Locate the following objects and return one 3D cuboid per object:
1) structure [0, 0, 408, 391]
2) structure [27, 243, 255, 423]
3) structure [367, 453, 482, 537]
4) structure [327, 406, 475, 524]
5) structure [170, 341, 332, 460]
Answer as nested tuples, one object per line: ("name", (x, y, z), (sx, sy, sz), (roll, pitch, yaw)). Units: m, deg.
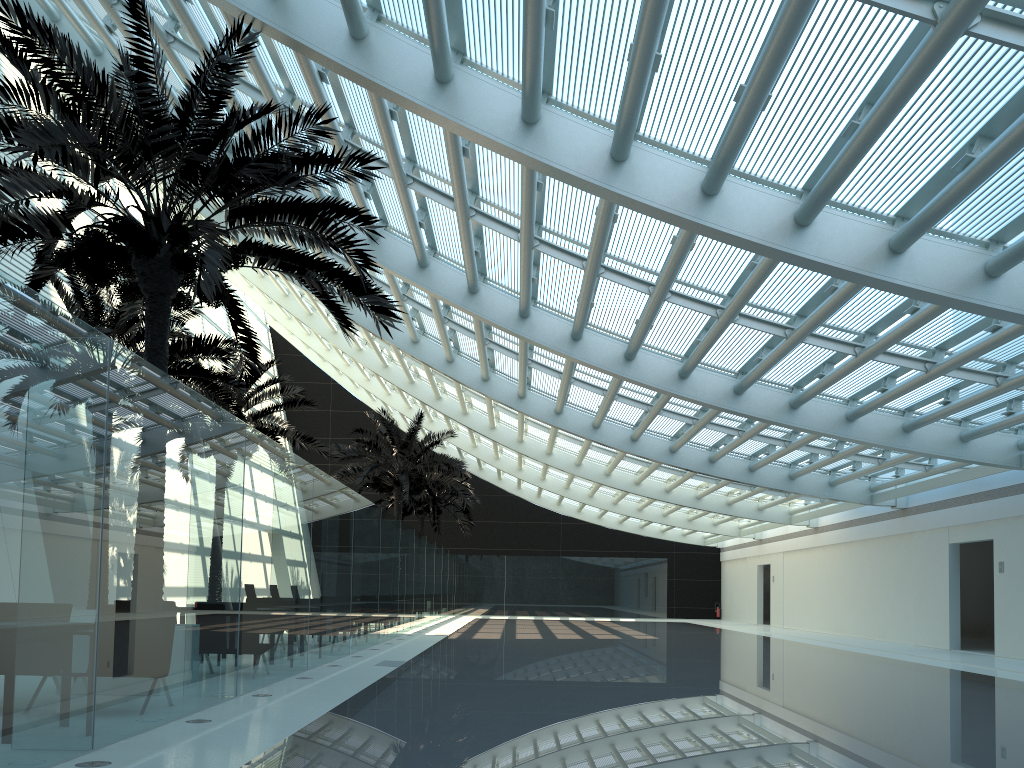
("structure", (-3.779, -0.349, 8.971), (4.827, 6.863, 4.537), (-1, -7, 19))
("structure", (-6.913, 1.064, 14.736), (4.660, 6.681, 4.356), (4, -7, -21))
("structure", (-3.633, 6.214, 36.425), (4.474, 6.861, 4.898), (3, -7, -21))
("structure", (-3.697, 4.255, 28.231), (4.825, 6.863, 4.539), (2, -6, -6))
("structure", (-7.091, 2.474, 20.776), (4.310, 6.739, 4.712), (-3, -8, 34))
